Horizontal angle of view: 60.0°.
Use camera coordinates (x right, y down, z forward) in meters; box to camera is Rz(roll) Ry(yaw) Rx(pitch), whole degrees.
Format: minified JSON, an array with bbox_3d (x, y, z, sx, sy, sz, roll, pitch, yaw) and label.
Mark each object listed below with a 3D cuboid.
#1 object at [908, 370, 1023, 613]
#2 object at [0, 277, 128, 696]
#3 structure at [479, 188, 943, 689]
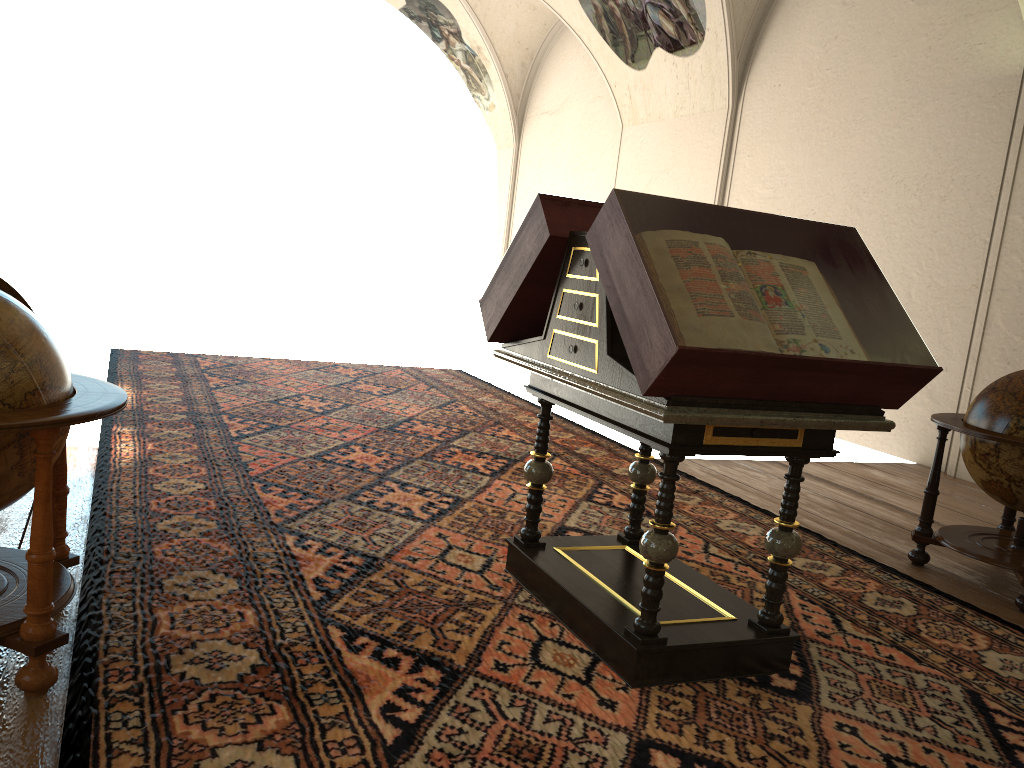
[{"bbox_3d":[3.259,0.565,5.522,1.277,1.453,1.277,11,10,28],"label":"object"},{"bbox_3d":[-2.076,0.269,3.155,1.278,1.453,1.276,9,9,13],"label":"object"},{"bbox_3d":[0.711,0.187,4.159,1.245,1.987,1.885,3,9,-24],"label":"structure"}]
